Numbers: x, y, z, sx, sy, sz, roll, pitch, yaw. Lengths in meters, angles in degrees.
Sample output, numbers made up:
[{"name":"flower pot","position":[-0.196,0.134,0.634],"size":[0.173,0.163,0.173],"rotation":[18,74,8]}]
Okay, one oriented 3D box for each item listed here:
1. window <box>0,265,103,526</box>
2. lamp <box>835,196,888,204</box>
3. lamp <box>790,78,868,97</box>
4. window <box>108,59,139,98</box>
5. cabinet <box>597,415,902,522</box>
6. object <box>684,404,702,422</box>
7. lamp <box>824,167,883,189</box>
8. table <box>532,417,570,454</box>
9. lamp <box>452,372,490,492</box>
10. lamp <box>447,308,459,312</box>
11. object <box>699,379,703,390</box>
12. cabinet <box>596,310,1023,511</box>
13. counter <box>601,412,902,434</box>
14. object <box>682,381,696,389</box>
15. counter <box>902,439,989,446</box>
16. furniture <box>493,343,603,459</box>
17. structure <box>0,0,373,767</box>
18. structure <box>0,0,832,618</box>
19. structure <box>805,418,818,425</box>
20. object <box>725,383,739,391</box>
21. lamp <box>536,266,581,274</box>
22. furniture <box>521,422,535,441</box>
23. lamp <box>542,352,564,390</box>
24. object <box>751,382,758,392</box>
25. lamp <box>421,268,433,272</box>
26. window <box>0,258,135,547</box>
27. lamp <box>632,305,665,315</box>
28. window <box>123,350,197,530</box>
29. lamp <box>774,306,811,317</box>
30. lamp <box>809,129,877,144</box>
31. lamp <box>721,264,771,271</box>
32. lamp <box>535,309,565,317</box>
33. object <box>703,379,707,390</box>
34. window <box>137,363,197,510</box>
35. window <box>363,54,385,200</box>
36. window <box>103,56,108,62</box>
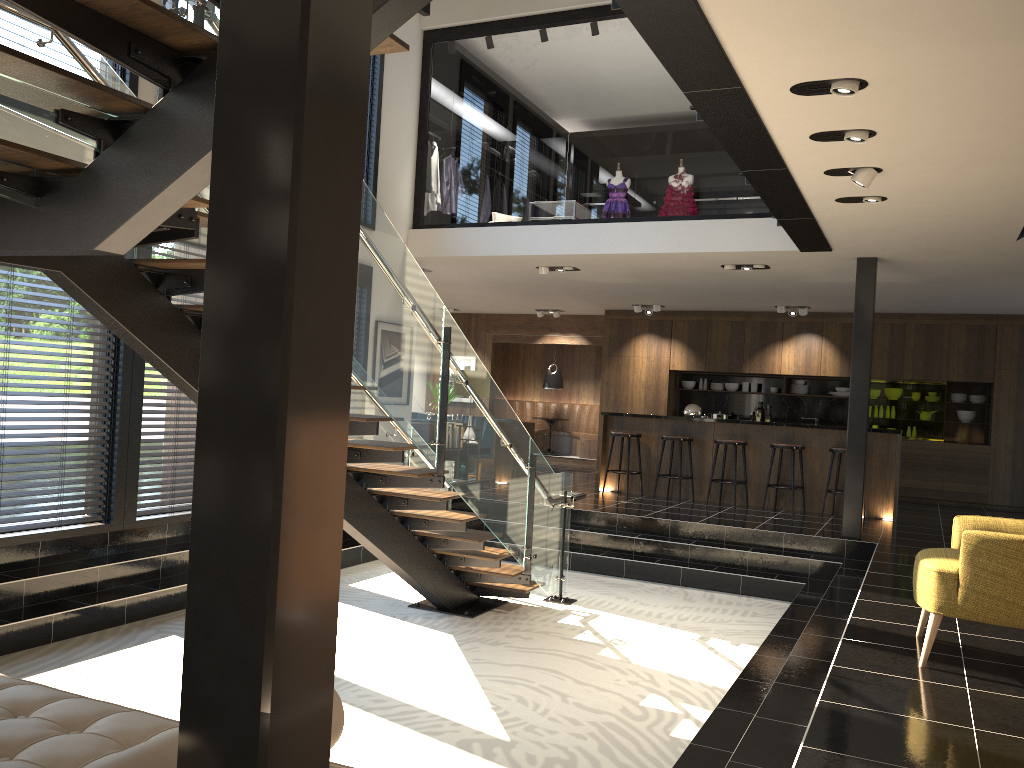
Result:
[{"name":"window","position":[-3.399,-0.170,6.131],"size":[0.005,2.297,1.313],"rotation":[3,0,25]},{"name":"lamp","position":[2.457,-1.354,6.236],"size":[0.346,0.158,0.195],"rotation":[3,-1,25]},{"name":"lamp","position":[1.475,-1.429,4.127],"size":[0.346,0.177,0.195],"rotation":[3,-1,25]},{"name":"window","position":[-3.193,-3.019,6.056],"size":[0.358,2.475,1.393],"rotation":[3,0,25]},{"name":"cabinet","position":[2.891,0.994,11.074],"size":[3.563,0.994,0.698],"rotation":[3,0,25]},{"name":"object","position":[2.280,0.363,11.171],"size":[0.227,0.228,0.227],"rotation":[3,0,-14]},{"name":"lamp","position":[2.127,-1.337,5.533],"size":[0.346,0.247,0.195],"rotation":[3,0,25]},{"name":"table","position":[0.699,0.954,16.313],"size":[0.702,0.644,0.702],"rotation":[3,0,0]},{"name":"lamp","position":[-0.590,0.561,10.446],"size":[0.637,1.445,0.437],"rotation":[3,0,-39]},{"name":"lamp","position":[-1.218,-1.417,16.269],"size":[0.501,0.213,0.349],"rotation":[3,-1,25]},{"name":"object","position":[3.117,0.003,14.632],"size":[0.060,0.185,0.060],"rotation":[3,0,-34]},{"name":"cabinet","position":[4.768,0.285,13.675],"size":[6.890,2.690,0.869],"rotation":[3,0,25]},{"name":"counter","position":[2.918,0.476,11.075],"size":[3.572,0.041,0.698],"rotation":[3,-1,25]},{"name":"object","position":[2.929,0.024,14.719],"size":[0.234,0.138,0.234],"rotation":[3,-1,28]},{"name":"counter","position":[4.746,0.771,13.679],"size":[4.590,0.005,0.863],"rotation":[3,-1,25]},{"name":"furniture","position":[0.937,0.158,16.735],"size":[2.638,2.335,1.175],"rotation":[3,0,24]},{"name":"structure","position":[-1.504,0.039,2.039],"size":[3.780,3.245,1.149],"rotation":[3,0,25]},{"name":"structure","position":[0.054,-0.231,5.502],"size":[3.446,4.868,7.282],"rotation":[3,-1,24]},{"name":"structure","position":[4.560,0.642,13.613],"size":[0.242,0.231,0.174],"rotation":[3,0,25]},{"name":"object","position":[3.576,0.059,14.417],"size":[0.234,0.138,0.234],"rotation":[3,-1,45]},{"name":"lamp","position":[0.545,-1.387,10.390],"size":[0.501,0.231,0.349],"rotation":[3,-1,25]},{"name":"furniture","position":[-1.133,0.882,13.537],"size":[2.608,0.822,1.365],"rotation":[3,-1,25]},{"name":"lamp","position":[0.781,-0.393,16.296],"size":[0.389,0.974,0.389],"rotation":[3,0,-21]},{"name":"object","position":[3.891,0.056,14.245],"size":[0.109,0.161,0.109],"rotation":[3,0,38]},{"name":"lamp","position":[-1.274,-1.471,11.239],"size":[0.501,0.248,0.349],"rotation":[3,-1,25]},{"name":"window","position":[-3.339,-0.167,6.093],"size":[0.358,2.475,1.499],"rotation":[3,0,25]},{"name":"lamp","position":[2.126,-1.219,13.792],"size":[0.501,0.294,0.349],"rotation":[3,-1,25]},{"name":"window","position":[-2.708,-0.113,7.449],"size":[0.358,2.475,1.499],"rotation":[3,0,25]},{"name":"lamp","position":[4.080,-1.127,12.880],"size":[0.501,0.280,0.349],"rotation":[3,-1,25]},{"name":"lamp","position":[1.803,-1.400,4.830],"size":[0.346,0.177,0.195],"rotation":[3,-1,25]},{"name":"lamp","position":[2.500,-1.306,9.478],"size":[0.501,0.194,0.349],"rotation":[3,-1,25]},{"name":"lamp","position":[0.656,-1.288,15.393],"size":[0.501,0.280,0.349],"rotation":[3,-1,25]},{"name":"object","position":[3.186,0.007,14.600],"size":[0.060,0.185,0.060],"rotation":[3,0,-6]},{"name":"window","position":[-2.769,-0.116,7.486],"size":[0.005,2.297,1.313],"rotation":[3,0,25]},{"name":"window","position":[-1.851,-2.903,8.940],"size":[0.358,2.475,1.393],"rotation":[3,0,25]},{"name":"window","position":[-3.254,-3.022,6.093],"size":[0.005,2.297,1.221],"rotation":[3,0,25]}]
